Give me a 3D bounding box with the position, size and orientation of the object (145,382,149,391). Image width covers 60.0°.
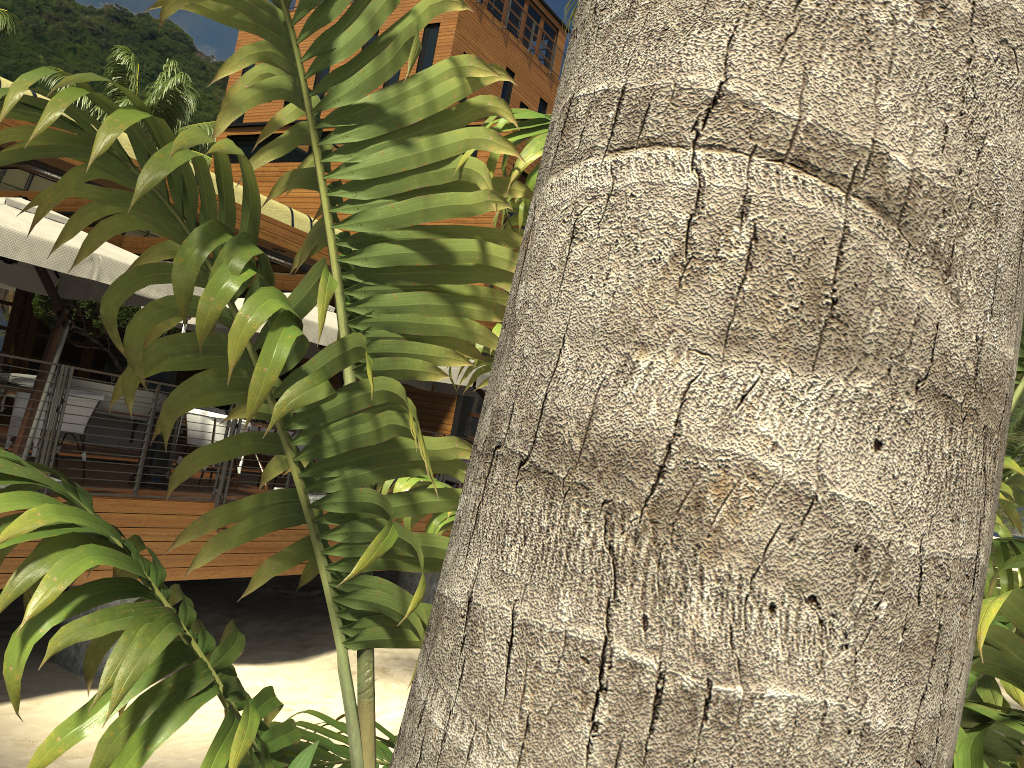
[{"bbox_3d":[-6.589,0.082,15.951,0.082,0.227,0.082,12,-5,-21],"label":"object"}]

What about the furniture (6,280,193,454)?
[{"bbox_3d":[-5.635,-0.452,12.887,2.618,2.727,2.688,8,-5,21],"label":"furniture"}]

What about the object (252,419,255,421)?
[{"bbox_3d":[-2.962,0.391,10.109,0.116,0.065,0.115,8,-5,29],"label":"object"}]

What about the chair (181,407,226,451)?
[{"bbox_3d":[-4.954,0.731,14.237,0.616,0.789,0.627,11,-5,-13],"label":"chair"}]

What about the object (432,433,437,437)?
[{"bbox_3d":[-1.143,0.831,12.910,0.082,0.227,0.082,7,-6,32],"label":"object"}]

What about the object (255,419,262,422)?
[{"bbox_3d":[-2.878,0.414,10.058,0.080,0.042,0.080,11,-4,-8],"label":"object"}]

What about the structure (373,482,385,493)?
[{"bbox_3d":[-1.641,0.403,11.487,0.700,2.196,0.697,8,-5,19],"label":"structure"}]

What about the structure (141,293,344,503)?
[{"bbox_3d":[-2.671,0.066,10.276,2.416,2.336,2.407,7,-5,31],"label":"structure"}]

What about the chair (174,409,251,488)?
[{"bbox_3d":[-3.276,0.695,9.608,0.628,0.789,0.615,7,-6,32],"label":"chair"}]

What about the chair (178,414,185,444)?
[{"bbox_3d":[-6.086,0.645,15.841,0.616,0.789,0.627,11,-5,-13],"label":"chair"}]

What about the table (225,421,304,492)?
[{"bbox_3d":[-2.895,0.825,10.214,0.932,0.750,0.929,7,-5,31],"label":"table"}]

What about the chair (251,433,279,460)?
[{"bbox_3d":[-4.158,0.946,15.246,0.627,0.789,0.616,11,-5,-13],"label":"chair"}]

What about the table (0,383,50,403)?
[{"bbox_3d":[-4.565,0.318,7.322,0.932,0.750,0.929,7,-5,31],"label":"table"}]

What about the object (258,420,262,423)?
[{"bbox_3d":[-2.828,0.321,9.995,0.082,0.227,0.082,7,-6,32],"label":"object"}]

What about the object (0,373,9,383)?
[{"bbox_3d":[-4.308,-0.048,7.505,0.086,0.086,0.086,7,-6,35],"label":"object"}]

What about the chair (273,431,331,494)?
[{"bbox_3d":[-2.489,0.930,10.921,0.628,0.789,0.615,7,-6,32],"label":"chair"}]

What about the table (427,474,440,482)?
[{"bbox_3d":[-1.219,1.333,13.112,0.932,0.750,0.929,7,-5,31],"label":"table"}]

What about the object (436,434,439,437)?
[{"bbox_3d":[-1.171,0.867,13.464,0.082,0.227,0.082,7,-6,32],"label":"object"}]

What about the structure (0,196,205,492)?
[{"bbox_3d":[-4.338,-0.439,7.393,2.416,2.336,2.407,7,-5,31],"label":"structure"}]

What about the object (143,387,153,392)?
[{"bbox_3d":[-6.621,0.113,16.082,0.168,0.179,0.163,11,-5,-7],"label":"object"}]

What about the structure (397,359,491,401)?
[{"bbox_3d":[-1.005,0.572,13.160,2.416,2.336,2.407,7,-5,31],"label":"structure"}]

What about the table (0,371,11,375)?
[{"bbox_3d":[-8.103,0.103,13.054,1.166,0.750,1.163,9,-4,11],"label":"table"}]

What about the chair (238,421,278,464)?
[{"bbox_3d":[-3.887,0.875,13.607,0.627,0.789,0.616,11,-5,-13],"label":"chair"}]

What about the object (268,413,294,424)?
[{"bbox_3d":[-2.644,0.351,10.170,0.263,0.264,0.263,11,-5,-14],"label":"object"}]

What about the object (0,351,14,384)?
[{"bbox_3d":[-4.306,-0.153,7.293,0.263,0.264,0.263,11,-5,-14],"label":"object"}]

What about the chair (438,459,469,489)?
[{"bbox_3d":[-0.803,1.441,13.839,0.628,0.789,0.615,7,-6,32],"label":"chair"}]

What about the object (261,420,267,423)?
[{"bbox_3d":[-2.907,0.358,10.323,0.163,0.179,0.167,7,-6,33],"label":"object"}]

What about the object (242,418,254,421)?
[{"bbox_3d":[-3.002,0.393,9.948,0.295,0.025,0.170,8,-5,31],"label":"object"}]

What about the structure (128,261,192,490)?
[{"bbox_3d":[-3.289,-0.097,8.635,0.700,2.196,0.697,8,-5,19],"label":"structure"}]

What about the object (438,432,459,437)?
[{"bbox_3d":[-0.959,0.862,13.085,0.263,0.264,0.263,11,-5,-14],"label":"object"}]

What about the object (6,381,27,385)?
[{"bbox_3d":[-4.380,-0.015,7.699,0.295,0.025,0.170,8,-5,31],"label":"object"}]

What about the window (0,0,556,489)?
[{"bbox_3d":[-3.627,-7.390,19.778,14.495,17.992,38.341,9,-4,8],"label":"window"}]

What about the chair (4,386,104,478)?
[{"bbox_3d":[-4.146,0.427,8.054,0.628,0.789,0.615,7,-6,32],"label":"chair"}]

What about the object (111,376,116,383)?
[{"bbox_3d":[-7.007,-0.022,15.535,0.082,0.227,0.082,12,-5,-21],"label":"object"}]

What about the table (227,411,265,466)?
[{"bbox_3d":[-4.114,0.915,14.451,1.167,0.750,1.163,7,-5,36],"label":"table"}]

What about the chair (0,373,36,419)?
[{"bbox_3d":[-7.436,0.235,13.488,0.615,0.789,0.628,14,-6,-38],"label":"chair"}]

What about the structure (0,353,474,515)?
[{"bbox_3d":[-1.376,1.074,10.476,0.163,1.155,26.198,7,-5,31],"label":"structure"}]
